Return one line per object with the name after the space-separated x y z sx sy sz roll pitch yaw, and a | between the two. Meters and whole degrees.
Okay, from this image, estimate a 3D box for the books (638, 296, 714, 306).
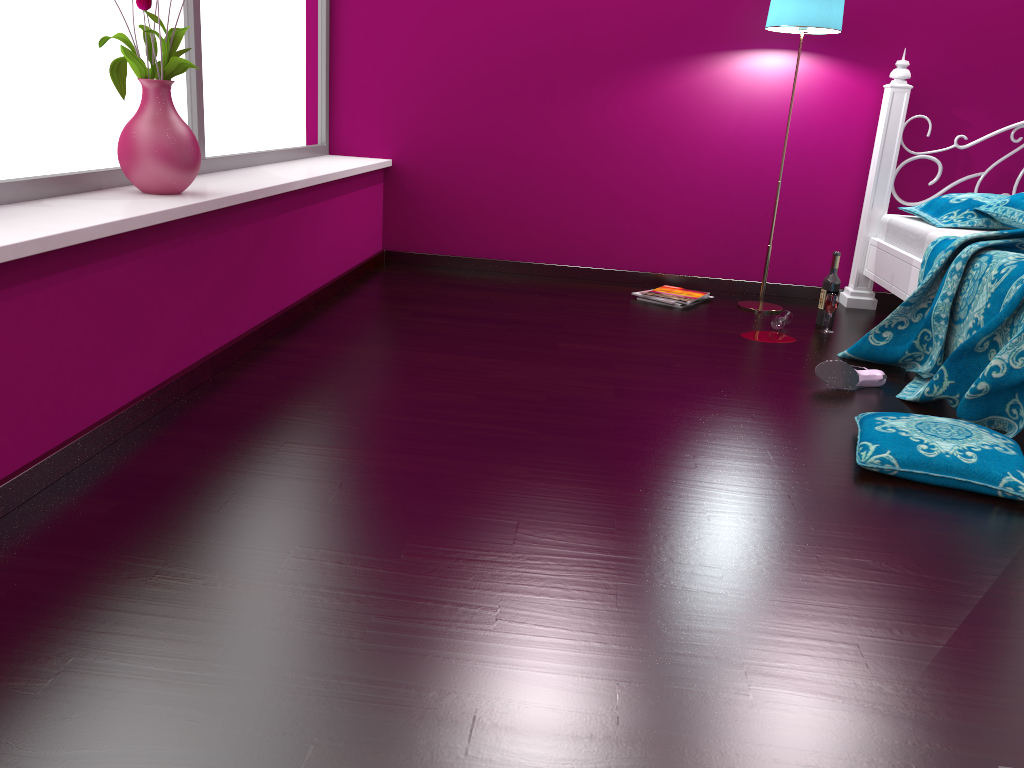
0.750 -0.397 4.042 0.220 0.007 0.300 18 22 38 | books

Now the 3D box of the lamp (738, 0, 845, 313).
1.159 -0.985 3.781 0.303 1.352 0.303 -10 22 -38 | lamp

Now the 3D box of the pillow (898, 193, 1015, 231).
2.059 -0.720 3.723 0.717 0.141 0.401 4 17 0 | pillow

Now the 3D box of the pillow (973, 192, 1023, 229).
2.135 -0.665 3.498 0.404 0.176 0.418 -5 19 -26 | pillow

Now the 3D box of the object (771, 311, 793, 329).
1.103 -0.261 3.630 0.056 0.056 0.153 14 20 28 | object

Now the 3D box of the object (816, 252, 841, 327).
1.327 -0.396 3.693 0.070 0.307 0.070 -2 18 -17 | object

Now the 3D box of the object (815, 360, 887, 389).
1.095 -0.036 2.870 0.247 0.086 0.100 4 17 -1 | object

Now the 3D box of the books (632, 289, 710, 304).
0.724 -0.405 4.040 0.300 0.007 0.220 -13 24 -43 | books

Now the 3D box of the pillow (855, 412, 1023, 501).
1.079 0.162 2.235 0.417 0.101 0.401 11 19 20 | pillow

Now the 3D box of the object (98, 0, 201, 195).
-0.946 -0.817 2.342 0.264 0.614 0.242 -5 19 -26 | object

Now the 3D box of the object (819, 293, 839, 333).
1.288 -0.287 3.593 0.056 0.153 0.056 20 23 41 | object

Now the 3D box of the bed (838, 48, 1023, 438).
2.297 -0.524 2.921 2.167 1.143 2.317 5 18 5 | bed

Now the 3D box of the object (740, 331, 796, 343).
0.993 -0.184 3.461 0.221 0.007 0.184 -3 19 -21 | object

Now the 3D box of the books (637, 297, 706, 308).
0.738 -0.390 4.040 0.220 0.007 0.300 16 21 33 | books

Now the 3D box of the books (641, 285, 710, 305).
0.747 -0.406 4.032 0.221 0.012 0.300 13 20 27 | books
